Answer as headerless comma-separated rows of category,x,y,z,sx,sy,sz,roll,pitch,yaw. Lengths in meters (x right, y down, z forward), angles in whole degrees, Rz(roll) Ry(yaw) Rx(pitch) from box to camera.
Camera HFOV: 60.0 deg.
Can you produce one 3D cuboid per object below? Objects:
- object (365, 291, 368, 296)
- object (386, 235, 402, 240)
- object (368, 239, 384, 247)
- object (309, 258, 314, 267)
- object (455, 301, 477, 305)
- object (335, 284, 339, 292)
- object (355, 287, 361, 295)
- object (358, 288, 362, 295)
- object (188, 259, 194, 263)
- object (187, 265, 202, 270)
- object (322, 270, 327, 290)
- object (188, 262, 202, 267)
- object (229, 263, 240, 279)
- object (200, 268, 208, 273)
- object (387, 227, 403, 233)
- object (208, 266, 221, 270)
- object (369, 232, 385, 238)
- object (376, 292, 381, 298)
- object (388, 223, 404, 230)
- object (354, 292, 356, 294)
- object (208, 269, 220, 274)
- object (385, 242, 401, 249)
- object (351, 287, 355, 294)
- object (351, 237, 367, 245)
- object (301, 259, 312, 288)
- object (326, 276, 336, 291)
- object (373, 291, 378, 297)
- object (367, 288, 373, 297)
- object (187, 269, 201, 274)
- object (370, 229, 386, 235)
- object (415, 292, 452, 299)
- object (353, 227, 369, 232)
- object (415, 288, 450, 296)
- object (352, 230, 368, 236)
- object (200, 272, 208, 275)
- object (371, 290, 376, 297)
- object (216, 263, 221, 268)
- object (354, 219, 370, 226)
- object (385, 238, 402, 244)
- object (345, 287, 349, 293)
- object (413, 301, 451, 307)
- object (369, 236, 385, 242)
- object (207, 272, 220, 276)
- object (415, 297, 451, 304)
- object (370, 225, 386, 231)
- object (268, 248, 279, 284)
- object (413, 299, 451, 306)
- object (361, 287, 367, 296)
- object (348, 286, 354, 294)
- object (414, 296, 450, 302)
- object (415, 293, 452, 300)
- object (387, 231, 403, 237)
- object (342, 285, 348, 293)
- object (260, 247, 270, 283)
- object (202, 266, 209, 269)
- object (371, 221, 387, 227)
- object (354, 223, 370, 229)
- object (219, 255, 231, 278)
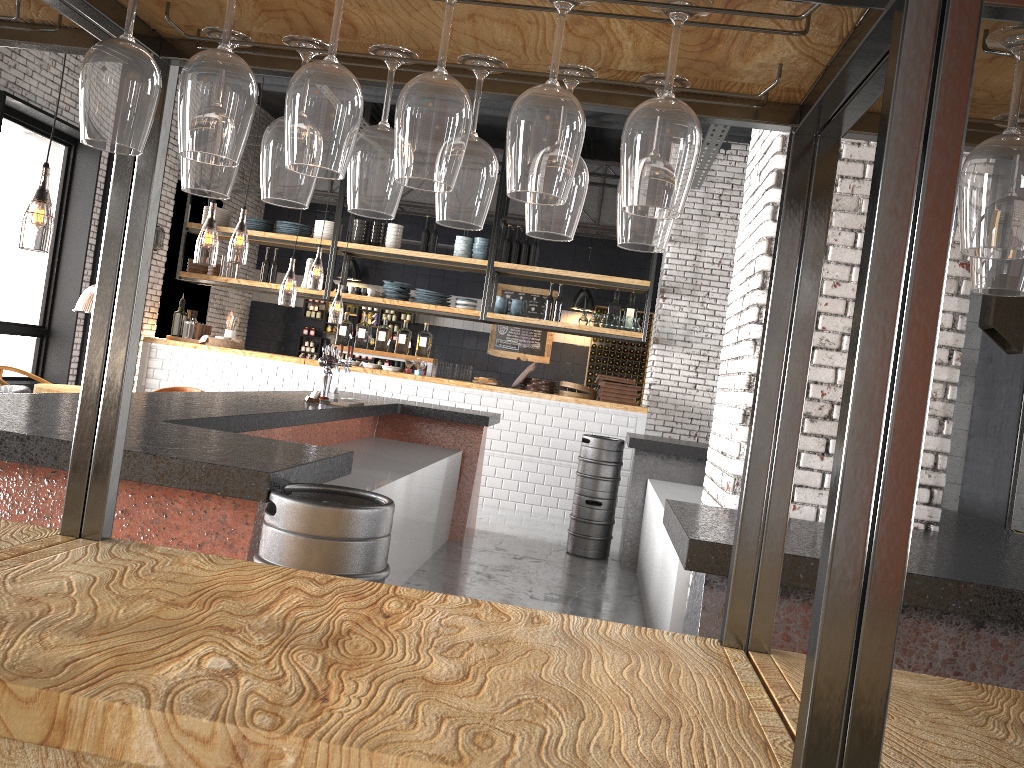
object,-1.758,-1.096,10.683,0.072,0.097,0.072,8,0,-35
object,-1.436,-1.749,10.772,0.197,0.104,0.196,8,0,41
object,-1.660,-1.692,10.799,0.197,0.104,0.196,8,0,42
object,-2.508,-1.354,10.945,0.126,0.394,0.127,9,-1,-44
object,-0.552,-0.961,10.662,0.263,0.028,0.263,8,1,33
object,-2.081,-1.140,10.599,0.072,0.097,0.072,8,0,29
object,-1.846,-1.107,10.574,0.072,0.097,0.072,8,0,26
object,-1.835,-1.107,10.691,0.072,0.097,0.072,8,0,34
object,-3.874,-1.496,10.886,0.157,0.053,0.168,8,0,6
object,-3.885,-1.419,10.885,0.157,0.053,0.168,8,0,6
object,-2.331,-1.286,10.788,0.196,0.305,0.196,8,0,43
object,-3.880,-1.454,10.885,0.157,0.053,0.168,8,0,6
object,-3.390,-1.424,10.873,0.118,0.293,0.169,8,0,11
object,-3.845,-1.416,11.137,0.157,0.053,0.168,8,0,6
object,-1.424,-1.837,10.776,0.196,0.100,0.196,8,0,2
object,-3.701,-1.430,11.015,0.157,0.053,0.168,8,0,11
object,-1.646,-1.779,10.793,0.196,0.107,0.196,8,0,-23
object,-1.657,-1.084,10.908,0.072,0.097,0.072,8,0,6
object,-1.417,-1.881,10.779,0.196,0.103,0.196,8,0,-16
object,-1.904,-1.117,10.816,0.072,0.097,0.072,8,0,-6
object,-3.706,-1.395,11.014,0.157,0.053,0.168,8,0,11
object,-1.448,-1.662,10.771,0.196,0.105,0.196,8,0,-16
object,-1.915,-1.118,10.699,0.072,0.097,0.072,8,0,7
object,-1.869,-1.721,10.820,0.196,0.102,0.196,8,0,18
object,-2.490,-1.333,10.791,0.132,0.360,0.126,8,-1,31
object,-2.287,-1.232,10.983,0.203,0.213,0.203,8,0,43
object,-1.669,-1.084,10.791,0.072,0.097,0.072,8,0,5
object,-1.693,-1.085,10.558,0.072,0.097,0.072,8,0,38
object,-3.892,-1.374,10.884,0.157,0.053,0.168,8,0,6
object,-1.642,-1.823,10.796,0.196,0.102,0.196,8,0,16
object,-0.953,-1.069,10.704,0.454,0.048,0.453,8,1,33
object,-1.850,-1.852,10.819,0.196,0.100,0.197,8,0,-29
object,-0.947,-1.094,10.704,0.453,0.062,0.453,8,1,21
object,-1.856,-1.809,10.820,0.197,0.102,0.196,8,0,35
object,-3.851,-1.371,11.136,0.157,0.053,0.168,8,0,6
object,-1.681,-1.085,10.675,0.072,0.097,0.072,8,0,10
object,-3.696,-1.471,11.015,0.157,0.053,0.168,8,0,11
object,-1.840,-1.941,10.822,0.196,0.105,0.196,8,0,27
object,-1.445,-1.706,10.772,0.196,0.104,0.196,8,0,-18
object,-1.993,-1.129,10.707,0.072,0.097,0.072,8,0,-8
object,-0.969,-0.952,10.704,0.454,0.033,0.454,8,1,-12
object,-1.653,-1.735,10.798,0.197,0.101,0.196,8,0,25
object,-3.713,-1.350,11.014,0.157,0.053,0.168,8,0,11
object,-0.961,-0.999,10.704,0.454,0.050,0.453,8,1,26
object,-1.635,-1.867,10.796,0.196,0.102,0.196,8,0,-1
object,-2.968,-1.458,11.065,0.098,0.471,0.098,8,-1,-17
object,-0.966,-0.976,10.704,0.453,0.042,0.454,8,1,-19
object,-1.770,-1.096,10.566,0.072,0.097,0.072,8,0,15
object,-1.927,-1.119,10.583,0.072,0.097,0.072,8,0,-44
object,-0.961,-1.024,10.703,0.452,0.062,0.454,8,1,-40
object,-0.954,-1.047,10.702,0.453,0.065,0.453,8,1,-31
object,-1.432,-1.793,10.778,0.197,0.103,0.196,8,0,22
object,-2.005,-1.130,10.591,0.072,0.097,0.072,8,0,28
object,-3.074,-1.473,11.077,0.098,0.471,0.098,8,-1,-17
object,-3.840,-1.451,11.137,0.157,0.053,0.168,8,0,6
object,-1.628,-1.911,10.801,0.196,0.103,0.196,8,0,-18
object,-1.839,-1.896,10.817,0.196,0.107,0.196,8,0,34
object,-3.468,-1.424,10.773,0.107,0.264,0.152,8,0,33
